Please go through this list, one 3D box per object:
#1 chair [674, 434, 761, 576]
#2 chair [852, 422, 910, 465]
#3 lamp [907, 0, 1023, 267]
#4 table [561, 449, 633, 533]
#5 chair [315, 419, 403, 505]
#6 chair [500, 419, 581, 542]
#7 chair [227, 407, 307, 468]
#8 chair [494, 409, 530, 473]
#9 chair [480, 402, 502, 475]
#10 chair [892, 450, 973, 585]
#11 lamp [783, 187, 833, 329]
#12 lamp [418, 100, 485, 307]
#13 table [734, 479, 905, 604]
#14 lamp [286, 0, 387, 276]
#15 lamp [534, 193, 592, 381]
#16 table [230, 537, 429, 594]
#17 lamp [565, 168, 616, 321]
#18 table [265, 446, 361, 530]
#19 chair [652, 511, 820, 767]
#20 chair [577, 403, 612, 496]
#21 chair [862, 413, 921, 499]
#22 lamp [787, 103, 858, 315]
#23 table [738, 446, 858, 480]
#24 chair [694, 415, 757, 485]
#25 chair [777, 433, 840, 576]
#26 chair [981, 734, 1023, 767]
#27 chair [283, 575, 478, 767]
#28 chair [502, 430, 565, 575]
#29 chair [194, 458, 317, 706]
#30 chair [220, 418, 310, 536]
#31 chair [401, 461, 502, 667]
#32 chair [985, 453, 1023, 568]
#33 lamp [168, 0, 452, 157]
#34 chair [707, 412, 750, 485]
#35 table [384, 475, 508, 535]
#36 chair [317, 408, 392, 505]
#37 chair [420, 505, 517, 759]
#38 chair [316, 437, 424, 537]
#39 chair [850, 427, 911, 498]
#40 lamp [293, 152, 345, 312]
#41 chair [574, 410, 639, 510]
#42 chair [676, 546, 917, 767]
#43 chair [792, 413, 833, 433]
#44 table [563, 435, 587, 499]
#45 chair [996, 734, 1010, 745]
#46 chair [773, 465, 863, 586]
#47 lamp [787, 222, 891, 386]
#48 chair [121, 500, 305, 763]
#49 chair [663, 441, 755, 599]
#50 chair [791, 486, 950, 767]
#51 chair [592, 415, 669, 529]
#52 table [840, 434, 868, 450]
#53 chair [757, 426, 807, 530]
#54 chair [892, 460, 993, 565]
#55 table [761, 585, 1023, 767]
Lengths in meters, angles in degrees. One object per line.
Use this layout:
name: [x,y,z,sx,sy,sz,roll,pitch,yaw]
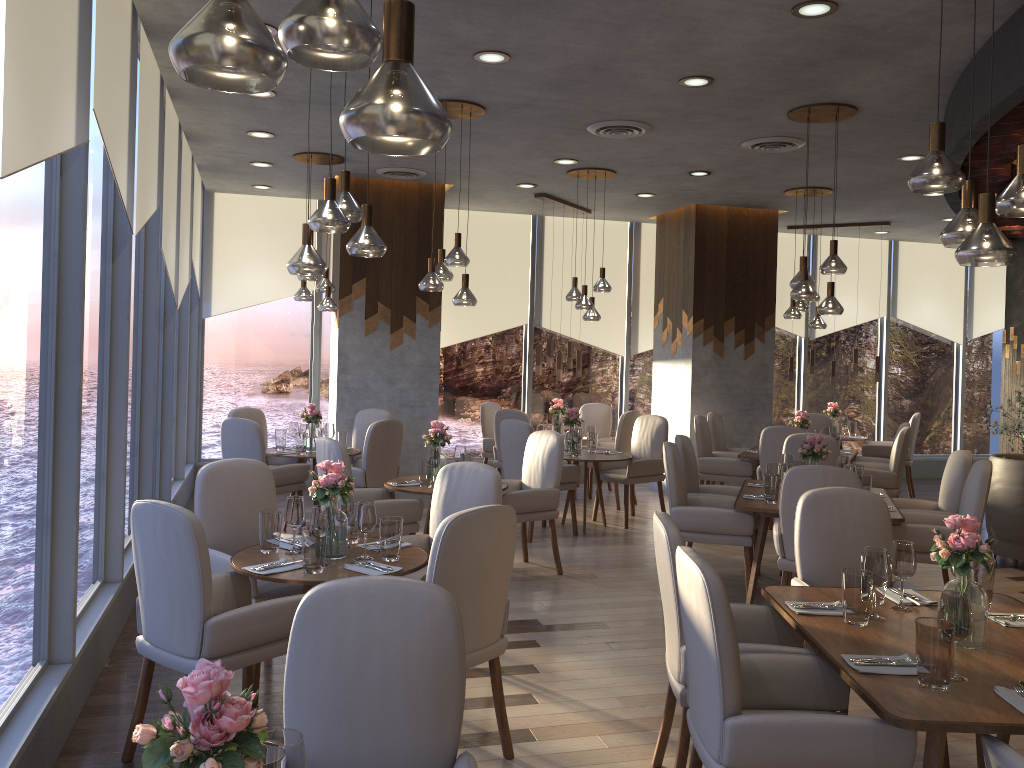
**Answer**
chair: [1.452,0.877,6.301,0.600,1.000,0.528,2,1,21]
chair: [3.482,0.855,8.516,0.600,1.000,0.528,2,1,21]
lamp: [1.513,-1.033,2.850,0.439,1.326,0.439,2,0,23]
table: [0.658,0.964,7.968,0.833,0.662,0.834,0,2,-41]
chair: [-1.233,0.770,7.251,0.600,1.000,0.528,2,1,31]
chair: [0.214,0.796,7.627,0.599,1.000,0.528,1,1,-39]
chair: [-2.206,0.721,7.883,0.600,1.000,0.528,2,1,32]
chair: [0.121,0.744,9.039,0.528,1.000,0.599,2,1,34]
chair: [-0.038,0.711,9.866,0.600,1.000,0.528,2,1,28]
chair: [2.701,0.926,5.890,0.600,1.000,0.528,2,1,13]
lamp: [2.846,-1.198,8.562,0.439,1.326,0.439,1,0,-30]
lamp: [-0.418,-1.197,5.995,0.439,1.326,0.439,1,0,-13]
table: [1.986,1.074,5.834,0.965,0.665,1.307,2,2,18]
lamp: [-0.734,-1.129,3.801,0.439,1.326,0.439,1,0,-23]
lamp: [0.541,-0.996,9.589,0.118,1.931,1.161,2,1,29]
table: [-0.784,1.071,3.811,0.833,0.662,0.834,1,1,-17]
lamp: [0.698,-1.237,7.983,0.439,1.326,0.439,2,0,-8]
table: [-1.732,0.909,7.653,0.833,0.662,0.834,1,1,-29]
chair: [0.791,0.970,3.138,0.600,1.000,0.528,2,1,4]
chair: [0.836,0.726,10.114,0.528,1.000,0.599,2,1,32]
chair: [4.405,0.817,10.300,0.600,1.000,0.528,2,1,27]
lamp: [2.023,-1.125,5.839,0.439,1.326,0.439,2,0,-10]
table: [2.771,1.000,8.548,0.965,0.665,1.307,2,2,25]
chair: [2.059,0.814,8.566,0.600,1.000,0.528,2,1,23]
chair: [2.240,0.887,6.625,0.528,1.000,0.600,2,1,15]
chair: [1.448,1.028,2.009,0.528,1.000,0.600,2,1,4]
chair: [-0.330,0.983,1.900,0.528,1.000,0.600,2,1,-2]
chair: [0.033,0.838,6.307,0.599,1.000,0.528,1,1,-34]
chair: [-1.183,0.879,4.181,0.600,1.000,0.528,2,1,41]
chair: [-1.997,0.755,7.086,0.528,1.000,0.599,2,1,28]
chair: [-0.378,0.898,4.269,0.528,1.000,0.599,2,1,38]
chair: [4.087,1.004,7.018,0.595,0.837,0.774,2,1,4]
lamp: [-0.288,-1.030,1.350,0.439,1.326,0.439,1,0,-16]
chair: [2.304,0.803,9.075,0.600,1.000,0.528,2,1,28]
table: [-0.451,1.003,5.991,0.834,0.662,0.834,2,2,34]
chair: [-1.424,0.735,8.096,0.528,1.000,0.599,2,1,29]
chair: [-0.320,0.930,3.404,0.600,1.000,0.528,2,1,40]
chair: [-0.938,0.834,5.671,0.599,1.000,0.528,1,1,-35]
chair: [3.254,0.867,7.994,0.600,1.000,0.528,2,1,28]
lamp: [-1.683,-1.291,7.664,0.439,1.326,0.439,2,0,42]
chair: [0.994,0.760,9.261,0.600,1.000,0.528,2,1,31]
chair: [0.774,0.990,2.573,0.600,1.000,0.528,2,1,-2]
chair: [3.117,0.818,9.288,0.528,1.000,0.599,2,1,22]
table: [0.485,0.902,9.602,0.834,0.662,0.834,2,1,5]
chair: [2.105,1.007,3.108,0.599,1.000,0.528,2,1,-4]
chair: [1.754,0.930,5.029,0.528,1.000,0.600,2,1,21]
lamp: [3.870,-0.940,10.601,1.161,1.931,0.118,2,0,29]
chair: [-1.101,0.910,3.361,0.528,1.000,0.599,2,1,37]
chair: [1.273,0.891,5.764,0.600,1.000,0.528,2,1,15]
chair: [1.459,0.969,3.680,0.528,1.000,0.600,2,1,-2]
chair: [1.134,0.797,8.335,0.599,1.000,0.528,1,1,-39]
table: [3.822,0.956,10.645,0.833,0.662,0.834,1,1,-24]
chair: [2.434,0.852,7.781,0.528,1.000,0.599,2,1,28]
chair: [2.541,0.941,5.343,0.600,1.000,0.528,2,1,21]
table: [1.432,1.164,2.851,0.964,0.665,1.307,2,2,1]
